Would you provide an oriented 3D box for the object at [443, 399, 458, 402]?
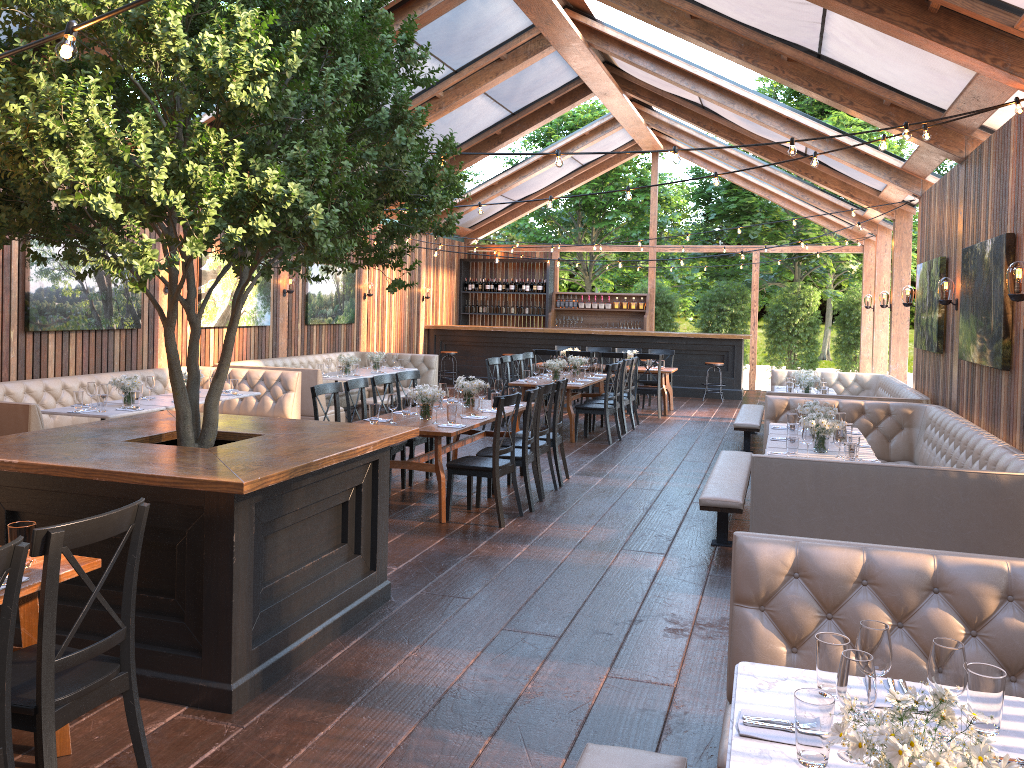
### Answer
[{"bbox_3d":[-0.618,0.170,9.127,0.255,0.019,0.158,3,5,17],"label":"object"}]

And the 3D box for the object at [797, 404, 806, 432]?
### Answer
[{"bbox_3d":[2.597,0.300,7.913,0.092,0.244,0.092,1,2,-25],"label":"object"}]

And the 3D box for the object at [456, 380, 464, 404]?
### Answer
[{"bbox_3d":[-0.525,0.072,8.979,0.092,0.244,0.092,3,2,42],"label":"object"}]

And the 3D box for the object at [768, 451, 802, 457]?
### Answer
[{"bbox_3d":[2.035,0.517,6.570,0.255,0.019,0.158,3,5,17],"label":"object"}]

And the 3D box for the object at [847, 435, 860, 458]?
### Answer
[{"bbox_3d":[2.522,0.462,6.536,0.092,0.158,0.092,2,2,3],"label":"object"}]

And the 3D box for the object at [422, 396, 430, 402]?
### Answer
[{"bbox_3d":[-0.809,0.159,8.399,0.092,0.158,0.092,1,2,-17],"label":"object"}]

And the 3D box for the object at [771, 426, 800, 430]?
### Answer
[{"bbox_3d":[2.492,0.399,8.046,0.255,0.019,0.158,3,5,17],"label":"object"}]

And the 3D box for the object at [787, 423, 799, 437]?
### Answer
[{"bbox_3d":[2.270,0.402,7.154,0.092,0.158,0.092,2,2,3],"label":"object"}]

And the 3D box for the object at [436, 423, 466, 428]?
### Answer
[{"bbox_3d":[-0.513,0.337,7.247,0.255,0.019,0.158,3,5,17],"label":"object"}]

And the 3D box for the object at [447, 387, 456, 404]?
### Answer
[{"bbox_3d":[-0.617,0.116,8.944,0.092,0.158,0.092,0,3,-37],"label":"object"}]

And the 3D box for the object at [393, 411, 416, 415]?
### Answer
[{"bbox_3d":[-0.957,0.259,8.055,0.255,0.019,0.158,3,5,17],"label":"object"}]

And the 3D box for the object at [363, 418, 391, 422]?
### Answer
[{"bbox_3d":[-1.117,0.301,7.496,0.255,0.019,0.158,3,5,17],"label":"object"}]

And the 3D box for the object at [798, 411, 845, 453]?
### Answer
[{"bbox_3d":[2.356,0.366,6.732,0.336,0.309,0.329,3,4,29],"label":"object"}]

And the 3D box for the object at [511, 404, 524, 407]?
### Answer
[{"bbox_3d":[-0.018,0.207,8.871,0.255,0.019,0.158,3,5,17],"label":"object"}]

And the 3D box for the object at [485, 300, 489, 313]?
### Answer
[{"bbox_3d":[-0.581,-1.826,20.955,0.094,0.308,0.094,3,2,38],"label":"object"}]

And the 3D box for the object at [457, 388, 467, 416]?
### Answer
[{"bbox_3d":[-0.449,0.164,7.958,0.092,0.244,0.092,2,2,14],"label":"object"}]

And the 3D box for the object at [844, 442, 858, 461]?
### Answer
[{"bbox_3d":[2.359,0.490,6.170,0.092,0.158,0.092,2,2,3],"label":"object"}]

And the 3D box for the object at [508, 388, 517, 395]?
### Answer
[{"bbox_3d":[0.002,0.121,9.056,0.092,0.158,0.092,0,3,-37],"label":"object"}]

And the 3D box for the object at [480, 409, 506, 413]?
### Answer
[{"bbox_3d":[-0.192,0.251,8.315,0.255,0.019,0.158,3,5,17],"label":"object"}]

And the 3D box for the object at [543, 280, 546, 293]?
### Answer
[{"bbox_3d":[0.759,-2.261,20.517,0.075,0.302,0.075,2,2,34],"label":"object"}]

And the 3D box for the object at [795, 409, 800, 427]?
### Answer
[{"bbox_3d":[2.676,0.318,8.222,0.092,0.158,0.092,0,3,-37],"label":"object"}]

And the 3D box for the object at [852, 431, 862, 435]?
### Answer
[{"bbox_3d":[2.971,0.427,7.858,0.255,0.019,0.158,3,5,17],"label":"object"}]

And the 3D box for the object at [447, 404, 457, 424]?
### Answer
[{"bbox_3d":[-0.506,0.251,7.440,0.092,0.158,0.092,3,3,33],"label":"object"}]

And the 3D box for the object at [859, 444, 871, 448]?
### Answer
[{"bbox_3d":[2.745,0.488,7.104,0.255,0.019,0.158,3,5,17],"label":"object"}]

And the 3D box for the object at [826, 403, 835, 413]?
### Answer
[{"bbox_3d":[2.874,0.300,7.990,0.092,0.244,0.092,2,2,20],"label":"object"}]

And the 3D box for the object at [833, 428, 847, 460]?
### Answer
[{"bbox_3d":[2.327,0.437,6.282,0.092,0.244,0.092,1,2,-25],"label":"object"}]

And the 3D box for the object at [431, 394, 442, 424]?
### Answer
[{"bbox_3d":[-0.632,0.209,7.394,0.092,0.244,0.092,1,2,-25],"label":"object"}]

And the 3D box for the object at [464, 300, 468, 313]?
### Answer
[{"bbox_3d":[-1.099,-1.858,21.180,0.094,0.308,0.094,2,2,4],"label":"object"}]

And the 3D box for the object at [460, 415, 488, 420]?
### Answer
[{"bbox_3d":[-0.353,0.290,7.830,0.255,0.019,0.158,3,5,17],"label":"object"}]

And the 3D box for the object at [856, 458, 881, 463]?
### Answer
[{"bbox_3d":[2.515,0.547,6.363,0.255,0.019,0.158,3,5,17],"label":"object"}]

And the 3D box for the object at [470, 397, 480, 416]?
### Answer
[{"bbox_3d":[-0.334,0.206,8.004,0.092,0.158,0.092,2,2,23],"label":"object"}]

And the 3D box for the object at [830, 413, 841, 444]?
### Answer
[{"bbox_3d":[2.642,0.361,7.230,0.092,0.244,0.092,1,2,-25],"label":"object"}]

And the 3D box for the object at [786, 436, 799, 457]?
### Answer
[{"bbox_3d":[2.026,0.462,6.398,0.092,0.158,0.092,2,2,3],"label":"object"}]

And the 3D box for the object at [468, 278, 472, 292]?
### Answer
[{"bbox_3d":[-0.993,-2.370,21.091,0.087,0.334,0.087,1,1,-3],"label":"object"}]

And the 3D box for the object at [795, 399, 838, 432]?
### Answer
[{"bbox_3d":[2.638,0.292,7.649,0.336,0.309,0.329,4,4,34],"label":"object"}]

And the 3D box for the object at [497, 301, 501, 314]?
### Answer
[{"bbox_3d":[-0.315,-1.811,20.861,0.094,0.308,0.094,2,2,18],"label":"object"}]

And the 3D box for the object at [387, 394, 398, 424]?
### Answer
[{"bbox_3d":[-0.992,0.205,7.344,0.092,0.244,0.092,1,2,-3],"label":"object"}]

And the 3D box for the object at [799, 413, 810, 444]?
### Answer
[{"bbox_3d":[2.381,0.358,7.193,0.092,0.244,0.092,1,2,-25],"label":"object"}]

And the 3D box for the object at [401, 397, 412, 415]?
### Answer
[{"bbox_3d":[-0.941,0.198,7.879,0.092,0.158,0.092,3,3,43],"label":"object"}]

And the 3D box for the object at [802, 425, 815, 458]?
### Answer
[{"bbox_3d":[2.147,0.421,6.414,0.092,0.244,0.092,1,2,-25],"label":"object"}]

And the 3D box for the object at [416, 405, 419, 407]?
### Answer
[{"bbox_3d":[-0.792,0.215,8.567,0.255,0.019,0.158,3,5,17],"label":"object"}]

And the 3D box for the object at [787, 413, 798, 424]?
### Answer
[{"bbox_3d":[2.493,0.344,7.878,0.092,0.158,0.092,2,2,3],"label":"object"}]

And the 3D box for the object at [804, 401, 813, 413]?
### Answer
[{"bbox_3d":[2.714,0.285,8.118,0.092,0.244,0.092,1,2,-25],"label":"object"}]

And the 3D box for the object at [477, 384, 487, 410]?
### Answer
[{"bbox_3d":[-0.287,0.126,8.433,0.092,0.244,0.092,2,2,20],"label":"object"}]

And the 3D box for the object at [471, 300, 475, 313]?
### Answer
[{"bbox_3d":[-0.936,-1.845,21.074,0.094,0.308,0.094,1,2,-18],"label":"object"}]

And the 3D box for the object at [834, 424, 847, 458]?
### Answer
[{"bbox_3d":[2.413,0.419,6.509,0.092,0.244,0.092,1,2,-25],"label":"object"}]

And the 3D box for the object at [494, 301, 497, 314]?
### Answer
[{"bbox_3d":[-0.386,-1.818,20.924,0.094,0.308,0.094,3,2,43],"label":"object"}]

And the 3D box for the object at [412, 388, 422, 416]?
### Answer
[{"bbox_3d":[-0.850,0.158,7.928,0.092,0.244,0.092,2,2,14],"label":"object"}]

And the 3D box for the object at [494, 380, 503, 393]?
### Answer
[{"bbox_3d":[-0.136,0.080,9.005,0.092,0.244,0.092,2,2,20],"label":"object"}]

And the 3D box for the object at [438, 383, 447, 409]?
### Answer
[{"bbox_3d":[-0.663,0.116,8.425,0.092,0.244,0.092,0,2,-31],"label":"object"}]

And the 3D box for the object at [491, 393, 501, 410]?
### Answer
[{"bbox_3d":[-0.157,0.167,8.493,0.092,0.158,0.092,3,3,43],"label":"object"}]

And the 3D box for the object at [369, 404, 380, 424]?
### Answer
[{"bbox_3d":[-1.141,0.245,7.326,0.092,0.158,0.092,3,3,43],"label":"object"}]

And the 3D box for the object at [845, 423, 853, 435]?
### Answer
[{"bbox_3d":[2.753,0.403,7.274,0.092,0.158,0.092,2,2,3],"label":"object"}]

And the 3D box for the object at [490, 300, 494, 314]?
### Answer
[{"bbox_3d":[-0.474,-1.824,20.965,0.094,0.308,0.094,2,2,13],"label":"object"}]

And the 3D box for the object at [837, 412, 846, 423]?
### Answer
[{"bbox_3d":[2.986,0.341,8.042,0.092,0.158,0.092,2,2,3],"label":"object"}]

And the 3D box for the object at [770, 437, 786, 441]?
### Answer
[{"bbox_3d":[2.271,0.456,7.328,0.255,0.019,0.158,3,5,17],"label":"object"}]
